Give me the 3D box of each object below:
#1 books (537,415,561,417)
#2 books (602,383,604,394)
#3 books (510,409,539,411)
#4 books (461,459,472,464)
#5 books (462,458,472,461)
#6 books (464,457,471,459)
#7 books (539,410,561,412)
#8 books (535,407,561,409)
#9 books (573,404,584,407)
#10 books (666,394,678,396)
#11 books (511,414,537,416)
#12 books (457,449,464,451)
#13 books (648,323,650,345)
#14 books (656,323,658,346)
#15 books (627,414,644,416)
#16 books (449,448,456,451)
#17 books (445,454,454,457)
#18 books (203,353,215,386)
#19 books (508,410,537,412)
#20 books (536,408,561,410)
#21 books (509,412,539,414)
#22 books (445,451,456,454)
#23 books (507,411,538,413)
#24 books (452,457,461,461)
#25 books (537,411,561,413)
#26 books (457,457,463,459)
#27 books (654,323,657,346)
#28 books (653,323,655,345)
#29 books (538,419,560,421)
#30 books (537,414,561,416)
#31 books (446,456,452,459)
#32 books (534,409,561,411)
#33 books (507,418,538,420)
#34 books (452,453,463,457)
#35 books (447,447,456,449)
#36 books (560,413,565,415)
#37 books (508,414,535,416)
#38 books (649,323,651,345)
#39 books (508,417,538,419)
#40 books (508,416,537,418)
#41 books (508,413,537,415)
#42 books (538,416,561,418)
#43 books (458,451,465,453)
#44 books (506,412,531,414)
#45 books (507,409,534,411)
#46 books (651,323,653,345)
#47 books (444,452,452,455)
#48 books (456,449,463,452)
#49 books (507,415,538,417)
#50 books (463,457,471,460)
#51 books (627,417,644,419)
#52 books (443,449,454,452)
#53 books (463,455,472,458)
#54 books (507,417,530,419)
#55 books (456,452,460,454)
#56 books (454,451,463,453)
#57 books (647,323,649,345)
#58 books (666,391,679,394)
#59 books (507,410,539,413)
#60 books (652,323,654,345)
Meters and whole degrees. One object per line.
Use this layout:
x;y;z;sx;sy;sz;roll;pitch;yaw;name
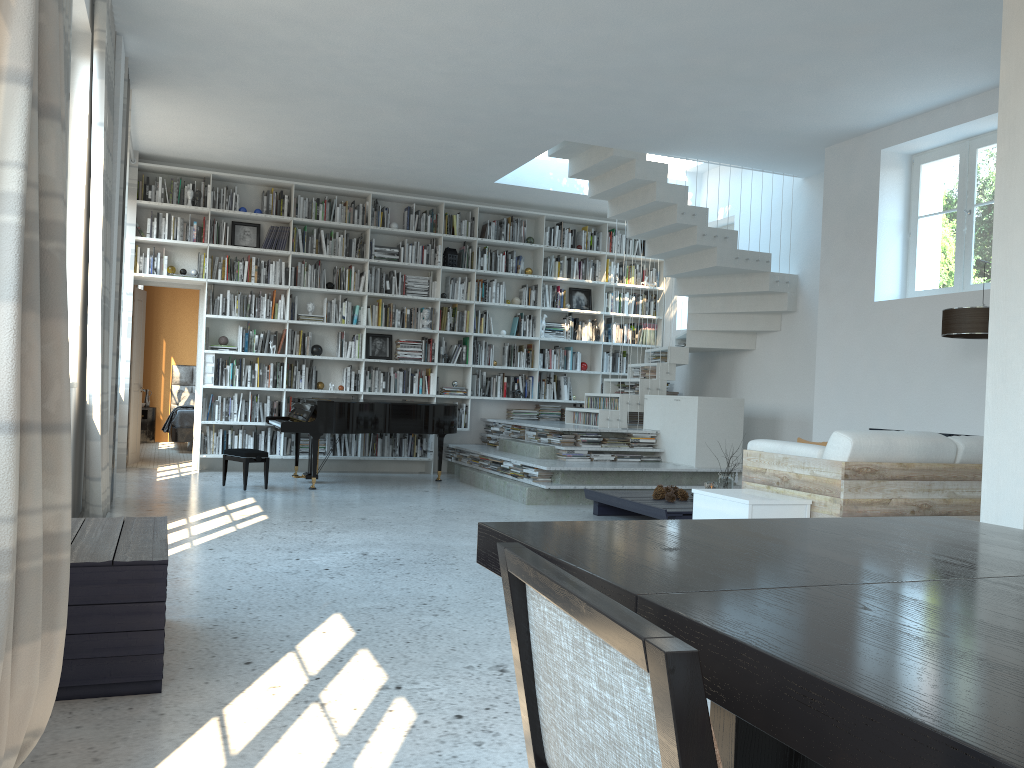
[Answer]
0.434;0.389;10.857;0.285;0.007;0.159;3;-1;-19;books
1.098;0.103;11.010;0.014;0.233;0.183;2;0;-21;books
0.127;0.310;10.735;0.346;0.007;0.193;3;-1;-19;books
-0.442;0.853;9.743;0.177;0.026;0.230;3;-1;-18;books
-0.435;0.833;9.745;0.172;0.014;0.221;3;-1;-20;books
-0.423;0.814;9.750;0.147;0.012;0.206;3;-1;-20;books
0.434;0.330;10.855;0.285;0.005;0.159;3;-1;-23;books
0.439;0.292;10.854;0.285;0.005;0.159;3;-1;-24;books
0.907;0.269;10.999;0.204;0.035;0.266;3;-1;-20;books
1.863;0.129;10.723;0.234;0.025;0.157;3;-1;-25;books
0.120;0.370;10.739;0.308;0.008;0.195;3;-1;-21;books
-0.531;0.741;10.037;0.137;0.018;0.200;3;-1;-17;books
1.707;-0.632;11.324;0.018;0.293;0.169;2;0;-21;books
1.809;-0.627;11.364;0.018;0.293;0.169;2;0;-21;books
1.518;0.389;11.279;0.328;0.008;0.207;3;-1;-15;books
-0.633;0.760;10.312;0.133;0.017;0.231;3;-1;-20;books
-0.662;0.833;10.302;0.179;0.012;0.261;3;-1;-18;books
-3.208;-0.155;9.368;0.106;0.340;0.307;2;0;-21;books
0.126;0.325;10.735;0.308;0.008;0.195;3;-1;-19;books
0.437;0.303;10.851;0.285;0.005;0.159;3;-1;-25;books
0.125;0.347;10.735;0.346;0.007;0.193;3;-1;-19;books
-0.660;0.798;10.302;0.188;0.009;0.211;3;-1;-22;books
0.129;0.340;10.727;0.346;0.007;0.193;3;-1;-26;books
-0.554;0.851;10.030;0.189;0.030;0.237;3;-1;-21;books
0.434;0.341;10.861;0.285;0.007;0.159;3;-1;-21;books
-0.542;0.830;10.034;0.147;0.012;0.206;3;-1;-26;books
1.796;-0.628;11.347;0.018;0.293;0.169;2;0;-21;books
1.775;-0.629;11.351;0.018;0.293;0.169;2;0;-21;books
0.428;0.438;10.861;0.285;0.007;0.159;3;-1;-21;books
0.436;0.376;10.852;0.285;0.007;0.159;3;-1;-25;books
-0.653;0.856;10.306;0.171;0.016;0.241;3;-1;-21;books
0.433;0.319;10.858;0.285;0.005;0.159;3;-1;-20;books
0.120;0.422;10.728;0.346;0.007;0.193;3;-1;-17;books
-0.559;0.809;10.027;0.191;0.028;0.212;3;-1;-17;books
-0.646;0.743;10.307;0.158;0.014;0.234;3;-1;-23;books
0.780;0.377;10.989;0.368;0.007;0.205;3;-1;-18;books
0.124;0.377;10.727;0.308;0.008;0.195;3;-1;-26;books
1.726;-0.631;11.327;0.018;0.293;0.169;2;0;-21;books
0.122;0.407;10.726;0.346;0.007;0.193;3;-1;-16;books
0.121;0.400;10.729;0.308;0.008;0.195;3;-1;-17;books
0.128;0.362;10.728;0.308;0.008;0.195;3;-1;-16;books
0.436;0.404;10.850;0.285;0.007;0.159;3;-1;-16;books
-0.532;0.767;10.037;0.126;0.005;0.290;3;-1;-26;books
0.126;0.355;10.732;0.346;0.007;0.193;3;-1;-24;books
0.127;0.318;10.735;0.346;0.007;0.193;3;-1;-23;books
1.741;-0.630;11.337;0.018;0.293;0.169;2;0;-21;books
-0.663;0.808;10.301;0.177;0.012;0.278;3;-1;-25;books
-0.527;0.757;10.039;0.135;0.014;0.297;3;-1;-20;books
0.121;0.385;10.734;0.346;0.007;0.193;3;-1;-23;books
-0.422;0.823;9.750;0.149;0.007;0.300;3;-1;-21;books
1.516;0.427;11.279;0.328;0.008;0.207;3;-1;-17;books
-0.666;0.773;10.299;0.191;0.013;0.243;3;-1;-25;books
-0.437;0.797;9.744;0.171;0.020;0.193;3;-1;-17;books
0.120;0.415;10.729;0.308;0.008;0.195;3;-1;-25;books
-0.532;0.787;10.037;0.143;0.019;0.230;3;-1;-20;books
-0.541;0.773;10.033;0.160;0.009;0.291;3;-1;-19;books
1.690;-0.633;11.317;0.018;0.293;0.169;2;0;-21;books
1.863;0.104;10.728;0.267;0.026;0.161;3;-1;-16;books
0.126;0.333;10.735;0.346;0.007;0.193;3;-1;-19;books
1.760;-0.630;11.339;0.018;0.293;0.169;2;0;-21;books
